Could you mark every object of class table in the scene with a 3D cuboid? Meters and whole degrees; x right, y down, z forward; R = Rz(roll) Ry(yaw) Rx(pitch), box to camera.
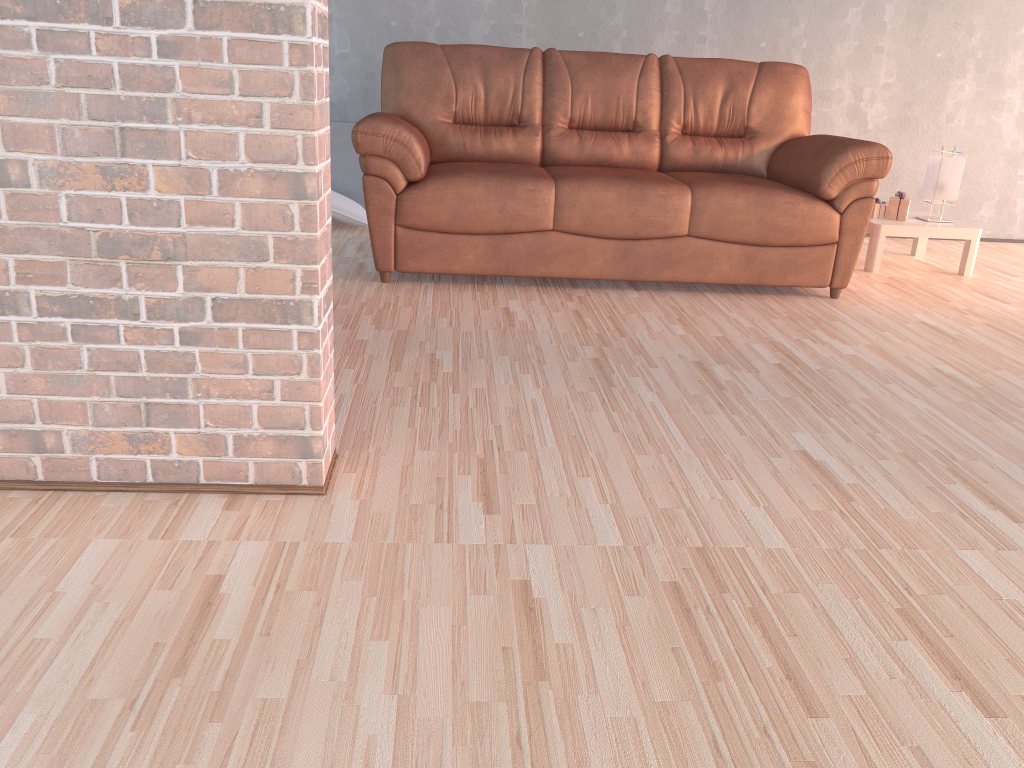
[{"bbox_3d":[2.030,-0.748,4.641,0.548,0.241,0.548,2,19,-4],"label":"table"}]

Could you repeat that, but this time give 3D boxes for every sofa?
[{"bbox_3d":[0.431,-1.015,3.986,2.202,0.923,0.981,2,19,-4],"label":"sofa"}]

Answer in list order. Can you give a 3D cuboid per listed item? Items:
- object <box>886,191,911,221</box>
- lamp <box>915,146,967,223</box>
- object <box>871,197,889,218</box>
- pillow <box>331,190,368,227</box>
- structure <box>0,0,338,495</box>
[{"bbox_3d":[1.966,-0.908,4.504,0.099,0.147,0.102,11,21,23],"label":"object"},{"bbox_3d":[2.188,-1.018,4.514,0.140,0.376,0.140,2,19,-4],"label":"lamp"},{"bbox_3d":[1.892,-0.912,4.574,0.152,0.105,0.080,-10,24,-34],"label":"object"},{"bbox_3d":[-0.980,-0.982,4.865,0.357,0.205,0.388,-3,20,-17],"label":"pillow"},{"bbox_3d":[-1.075,-0.321,1.709,1.422,1.057,0.211,2,19,-4],"label":"structure"}]
